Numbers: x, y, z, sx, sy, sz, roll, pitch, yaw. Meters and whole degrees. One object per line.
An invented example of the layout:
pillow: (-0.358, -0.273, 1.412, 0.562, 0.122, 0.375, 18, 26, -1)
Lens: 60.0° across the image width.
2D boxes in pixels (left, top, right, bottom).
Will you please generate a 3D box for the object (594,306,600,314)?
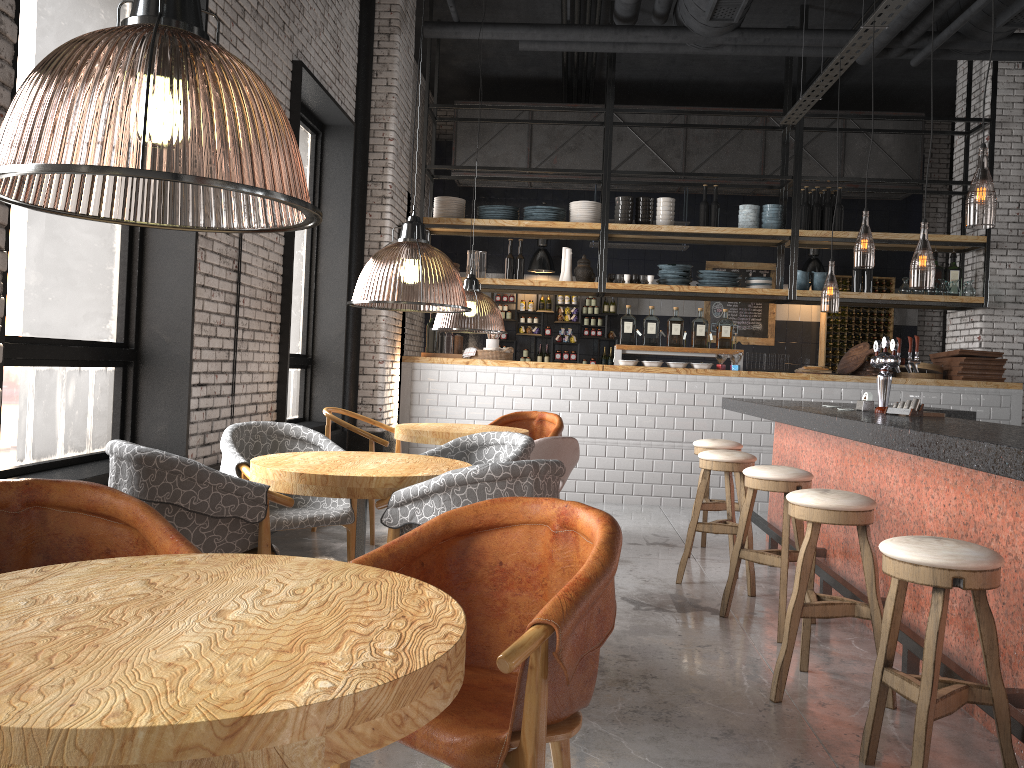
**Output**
object: (1.168, -1.014, 12.217, 0.076, 0.111, 0.076, 3, 0, -1)

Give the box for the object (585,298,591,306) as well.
object: (1.049, -1.130, 12.224, 0.076, 0.111, 0.076, 2, 0, -21)

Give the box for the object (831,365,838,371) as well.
object: (4.336, -0.213, 11.938, 0.079, 0.079, 0.281, 3, 1, 4)

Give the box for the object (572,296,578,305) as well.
object: (0.867, -1.171, 12.235, 0.079, 0.156, 0.079, 3, 0, -11)

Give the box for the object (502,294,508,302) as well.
object: (-0.093, -1.193, 12.316, 0.081, 0.113, 0.071, 3, 0, 4)

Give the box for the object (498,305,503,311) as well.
object: (-0.166, -1.058, 12.298, 0.071, 0.083, 0.071, 3, 0, -6)

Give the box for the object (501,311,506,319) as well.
object: (-0.125, -0.959, 12.295, 0.076, 0.111, 0.076, 3, 0, 24)

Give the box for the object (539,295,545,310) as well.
object: (0.417, -1.156, 12.282, 0.079, 0.281, 0.079, 3, 0, 7)

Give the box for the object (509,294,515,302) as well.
object: (-0.003, -1.189, 12.310, 0.081, 0.113, 0.071, 3, 0, 4)

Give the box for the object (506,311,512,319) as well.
object: (-0.042, -0.956, 12.292, 0.076, 0.111, 0.076, 3, 0, -1)

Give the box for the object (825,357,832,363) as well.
object: (4.244, -0.322, 11.916, 0.079, 0.079, 0.281, 3, 1, 4)

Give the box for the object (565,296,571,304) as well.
object: (0.771, -1.176, 12.241, 0.079, 0.156, 0.079, 3, 0, 39)

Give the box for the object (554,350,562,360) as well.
object: (0.638, -0.399, 12.267, 0.100, 0.139, 0.088, 3, 0, 4)

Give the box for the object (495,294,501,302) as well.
object: (-0.191, -1.198, 12.322, 0.081, 0.113, 0.071, 3, 0, 4)

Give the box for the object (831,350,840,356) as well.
object: (4.342, -0.423, 11.900, 0.079, 0.079, 0.281, 3, 1, 4)

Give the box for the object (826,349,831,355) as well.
object: (4.251, -0.428, 11.940, 0.079, 0.079, 0.281, 3, 1, 4)

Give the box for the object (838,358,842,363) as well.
object: (4.434, -0.314, 11.929, 0.079, 0.079, 0.281, 3, 1, 4)

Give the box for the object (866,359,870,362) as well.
object: (4.811, -0.297, 11.909, 0.079, 0.079, 0.281, 3, 1, 4)

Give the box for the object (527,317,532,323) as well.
object: (0.247, -0.884, 12.272, 0.071, 0.083, 0.071, 3, 0, -6)

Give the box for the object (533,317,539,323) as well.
object: (0.333, -0.880, 12.266, 0.071, 0.083, 0.071, 3, 0, -6)

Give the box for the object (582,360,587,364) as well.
object: (1.000, -0.280, 12.222, 0.076, 0.111, 0.076, 2, 0, -31)

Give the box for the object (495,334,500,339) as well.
object: (-0.222, -0.684, 12.323, 0.100, 0.139, 0.088, 3, 0, 4)

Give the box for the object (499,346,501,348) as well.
object: (-0.182, -0.490, 12.301, 0.071, 0.083, 0.071, 3, 0, 29)

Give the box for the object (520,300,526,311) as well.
object: (0.153, -1.083, 12.279, 0.079, 0.156, 0.079, 3, 0, 34)

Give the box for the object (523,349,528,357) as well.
object: (0.189, -0.428, 12.277, 0.076, 0.111, 0.076, 3, 0, -1)

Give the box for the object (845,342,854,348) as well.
object: (4.537, -0.520, 11.909, 0.079, 0.079, 0.283, 3, 1, 4)

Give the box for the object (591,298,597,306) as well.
object: (1.131, -1.127, 12.221, 0.076, 0.111, 0.076, 3, 0, 9)

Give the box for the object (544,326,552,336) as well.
object: (0.498, -0.732, 12.278, 0.100, 0.139, 0.088, 3, 0, 4)

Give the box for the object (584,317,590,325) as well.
object: (1.030, -0.863, 12.223, 0.076, 0.111, 0.076, 3, 0, 29)

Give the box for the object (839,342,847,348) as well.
object: (4.442, -0.524, 11.905, 0.079, 0.079, 0.283, 3, 1, 4)

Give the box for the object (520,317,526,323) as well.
object: (0.154, -0.889, 12.277, 0.071, 0.083, 0.071, 3, 0, 29)

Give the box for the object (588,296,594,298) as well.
object: (1.094, -1.240, 12.225, 0.076, 0.111, 0.076, 3, 0, -1)

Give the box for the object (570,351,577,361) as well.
object: (0.849, -0.389, 12.254, 0.100, 0.139, 0.088, 3, 0, 4)

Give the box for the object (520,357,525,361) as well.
object: (0.144, -0.319, 12.276, 0.076, 0.111, 0.076, 2, 0, -21)

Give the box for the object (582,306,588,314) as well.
object: (1.003, -1.021, 12.226, 0.076, 0.111, 0.076, 3, 0, 14)

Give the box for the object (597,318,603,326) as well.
object: (1.209, -0.855, 12.213, 0.076, 0.111, 0.076, 2, 0, -31)

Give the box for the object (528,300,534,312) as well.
object: (0.260, -1.078, 12.272, 0.079, 0.156, 0.079, 3, 0, -11)

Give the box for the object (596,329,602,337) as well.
object: (1.205, -0.710, 12.232, 0.081, 0.113, 0.071, 3, 0, 3)

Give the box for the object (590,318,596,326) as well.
object: (1.118, -0.859, 12.217, 0.076, 0.111, 0.076, 2, 0, -21)

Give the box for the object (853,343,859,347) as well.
object: (4.631, -0.515, 11.903, 0.079, 0.079, 0.283, 3, 1, 4)

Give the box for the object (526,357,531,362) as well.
object: (0.226, -0.315, 12.272, 0.076, 0.111, 0.076, 3, 0, 9)

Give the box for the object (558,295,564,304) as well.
object: (0.676, -1.180, 12.247, 0.079, 0.156, 0.079, 3, 0, 14)

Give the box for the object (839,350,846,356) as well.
object: (4.438, -0.419, 11.913, 0.079, 0.079, 0.281, 3, 1, 4)

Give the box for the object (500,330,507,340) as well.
object: (-0.114, -0.679, 12.316, 0.100, 0.139, 0.088, 3, 0, 4)

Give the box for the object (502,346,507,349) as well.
object: (-0.106, -0.487, 12.290, 0.071, 0.083, 0.070, 3, 0, 44)

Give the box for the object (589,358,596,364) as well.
object: (1.115, -0.289, 12.237, 0.100, 0.139, 0.088, 3, 0, 4)

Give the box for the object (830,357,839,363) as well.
object: (4.338, -0.318, 11.896, 0.079, 0.079, 0.281, 3, 1, 4)

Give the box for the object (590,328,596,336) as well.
object: (1.122, -0.714, 12.237, 0.081, 0.113, 0.071, 3, 0, 3)

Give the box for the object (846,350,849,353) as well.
object: (4.533, -0.415, 11.927, 0.079, 0.079, 0.281, 3, 1, 4)

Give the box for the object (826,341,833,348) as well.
object: (4.253, -0.532, 11.903, 0.079, 0.079, 0.283, 3, 1, 4)

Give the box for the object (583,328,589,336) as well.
object: (1.025, -0.718, 12.243, 0.081, 0.113, 0.071, 3, 0, 3)

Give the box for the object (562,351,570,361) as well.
object: (0.746, -0.394, 12.261, 0.100, 0.139, 0.088, 3, 0, 4)

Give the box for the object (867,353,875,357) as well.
object: (4.815, -0.402, 11.889, 0.079, 0.079, 0.281, 3, 1, 4)

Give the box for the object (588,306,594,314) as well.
object: (1.085, -1.018, 12.220, 0.076, 0.111, 0.076, 3, 0, 24)

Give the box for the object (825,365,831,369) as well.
object: (4.240, -0.217, 11.924, 0.079, 0.079, 0.281, 3, 1, 4)

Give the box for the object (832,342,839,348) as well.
object: (4.348, -0.528, 11.920, 0.079, 0.079, 0.283, 3, 1, 4)

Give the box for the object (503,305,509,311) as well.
object: (-0.084, -1.055, 12.293, 0.071, 0.083, 0.071, 3, 0, 29)
